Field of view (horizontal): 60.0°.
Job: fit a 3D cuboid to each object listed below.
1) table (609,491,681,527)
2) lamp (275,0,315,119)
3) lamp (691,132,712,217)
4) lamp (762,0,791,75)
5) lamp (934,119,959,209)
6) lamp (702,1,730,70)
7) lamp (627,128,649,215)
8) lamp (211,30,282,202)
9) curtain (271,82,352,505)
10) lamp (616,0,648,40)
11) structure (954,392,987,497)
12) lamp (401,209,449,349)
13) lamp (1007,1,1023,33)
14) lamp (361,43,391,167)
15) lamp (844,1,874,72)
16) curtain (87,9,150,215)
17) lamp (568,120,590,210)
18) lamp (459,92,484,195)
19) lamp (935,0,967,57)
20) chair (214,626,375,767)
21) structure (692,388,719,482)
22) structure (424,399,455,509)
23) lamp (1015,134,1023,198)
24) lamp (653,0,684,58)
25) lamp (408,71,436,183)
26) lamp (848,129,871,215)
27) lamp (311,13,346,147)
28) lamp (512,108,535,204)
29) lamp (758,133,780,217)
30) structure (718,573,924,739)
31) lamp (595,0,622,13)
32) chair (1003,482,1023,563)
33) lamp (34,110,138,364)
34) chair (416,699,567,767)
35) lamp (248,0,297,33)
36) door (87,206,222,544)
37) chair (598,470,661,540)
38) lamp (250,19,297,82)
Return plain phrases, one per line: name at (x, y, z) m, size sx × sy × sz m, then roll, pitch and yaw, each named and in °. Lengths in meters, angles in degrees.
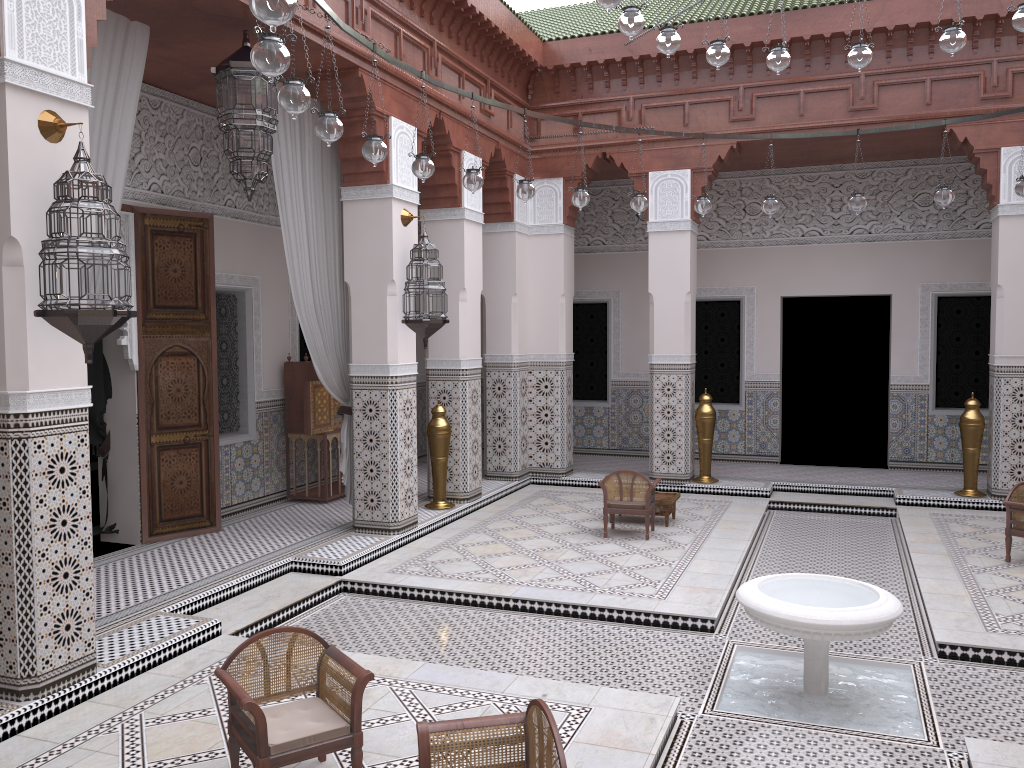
table at (0.643, 0.604, 4.356) m, size 0.330 × 0.142 × 0.229 m, roll 1°, pitch 3°, yaw 21°
lamp at (-0.528, -0.816, 2.105) m, size 0.090 × 0.371 × 0.091 m, roll -3°, pitch 4°, yaw -35°
lamp at (0.850, -0.931, 3.959) m, size 0.090 × 0.371 × 0.091 m, roll 2°, pitch 4°, yaw 35°
lamp at (0.902, -1.236, 3.013) m, size 0.090 × 0.371 × 0.091 m, roll 2°, pitch 4°, yaw 35°
lamp at (1.826, -0.924, 3.733) m, size 0.091 × 0.371 × 0.090 m, roll 0°, pitch 3°, yaw 5°
lamp at (0.680, -1.231, 2.950) m, size 0.090 × 0.371 × 0.091 m, roll 1°, pitch 3°, yaw 15°
lamp at (0.551, -0.924, 3.869) m, size 0.090 × 0.371 × 0.091 m, roll 1°, pitch 3°, yaw 20°
lamp at (-0.898, -0.909, 3.013) m, size 0.220 × 0.571 × 0.221 m, roll 1°, pitch 3°, yaw 21°
curtain at (-0.715, -0.319, 3.978) m, size 0.048 × 1.761 × 1.304 m, roll 1°, pitch 3°, yaw 21°
lamp at (0.347, -1.211, 2.638) m, size 0.090 × 0.371 × 0.091 m, roll -1°, pitch 3°, yaw -10°
structure at (2.419, 0.313, 4.668) m, size 0.156 × 0.539 × 0.156 m, roll -1°, pitch 3°, yaw -19°
lamp at (-0.378, -0.460, 3.839) m, size 0.217 × 0.618 × 0.216 m, roll 1°, pitch 3°, yaw 21°
lamp at (1.533, -1.218, 2.616) m, size 0.090 × 0.371 × 0.091 m, roll -1°, pitch 3°, yaw -5°
lamp at (-0.430, -0.851, 2.713) m, size 0.090 × 0.371 × 0.091 m, roll -3°, pitch 4°, yaw -35°
lamp at (1.171, -1.236, 2.984) m, size 0.091 × 0.371 × 0.090 m, roll -2°, pitch 4°, yaw -30°
curtain at (-1.385, -0.216, 2.247) m, size 0.048 × 1.761 × 1.304 m, roll 1°, pitch 3°, yaw 20°
lamp at (0.282, -0.913, 3.713) m, size 0.090 × 0.371 × 0.091 m, roll 1°, pitch 3°, yaw 20°
lamp at (-0.152, -0.885, 3.274) m, size 0.090 × 0.371 × 0.091 m, roll -1°, pitch 3°, yaw -5°
lamp at (1.411, -1.228, 2.812) m, size 0.090 × 0.371 × 0.091 m, roll -2°, pitch 4°, yaw -25°
chair at (-0.440, 0.671, 1.788) m, size 0.263 × 0.313 × 0.208 m, roll -3°, pitch 4°, yaw -34°
structure at (1.124, 0.294, 5.153) m, size 0.156 × 0.539 × 0.156 m, roll -1°, pitch 3°, yaw -19°
structure at (-0.364, 0.344, 4.440) m, size 0.156 × 0.539 × 0.156 m, roll 1°, pitch 4°, yaw 26°
lamp at (2.043, -0.913, 3.513) m, size 0.091 × 0.371 × 0.090 m, roll 0°, pitch 3°, yaw 5°
lamp at (0.489, -1.222, 2.815) m, size 0.090 × 0.371 × 0.091 m, roll -1°, pitch 3°, yaw -5°
lamp at (-0.310, -0.869, 3.004) m, size 0.090 × 0.371 × 0.091 m, roll -1°, pitch 3°, yaw -15°
lamp at (1.527, -0.932, 3.900) m, size 0.091 × 0.371 × 0.090 m, roll 0°, pitch 3°, yaw 5°
lamp at (-0.509, -0.834, 2.416) m, size 0.090 × 0.371 × 0.091 m, roll -2°, pitch 4°, yaw -25°
lamp at (0.046, -0.900, 3.509) m, size 0.090 × 0.371 × 0.091 m, roll 0°, pitch 3°, yaw 5°
lamp at (1.159, -0.934, 3.982) m, size 0.091 × 0.371 × 0.090 m, roll -4°, pitch 5°, yaw -45°
structure at (0.853, 0.722, 2.449) m, size 0.501 × 0.310 × 0.528 m, roll 1°, pitch 3°, yaw 21°
lamp at (0.254, -1.198, 2.410) m, size 0.090 × 0.371 × 0.091 m, roll -2°, pitch 4°, yaw -30°
chair at (2.110, 0.557, 3.506) m, size 0.263 × 0.313 × 0.208 m, roll -3°, pitch 4°, yaw -34°
lamp at (-1.023, -0.358, 2.122) m, size 0.217 × 0.618 × 0.216 m, roll 1°, pitch 3°, yaw 21°
chair at (-0.037, 0.688, 1.448) m, size 0.208 × 0.313 × 0.263 m, roll -1°, pitch 3°, yaw -13°
lamp at (-0.414, -0.782, 1.491) m, size 0.091 × 0.371 × 0.090 m, roll 1°, pitch 4°, yaw 25°
door at (-1.708, -0.045, 3.403) m, size 0.419 × 1.461 × 1.244 m, roll 1°, pitch 3°, yaw 21°
chair at (0.539, 0.535, 4.063) m, size 0.263 × 0.313 × 0.208 m, roll 1°, pitch 3°, yaw 16°
lamp at (-0.500, -0.798, 1.790) m, size 0.091 × 0.371 × 0.090 m, roll 2°, pitch 4°, yaw 35°
